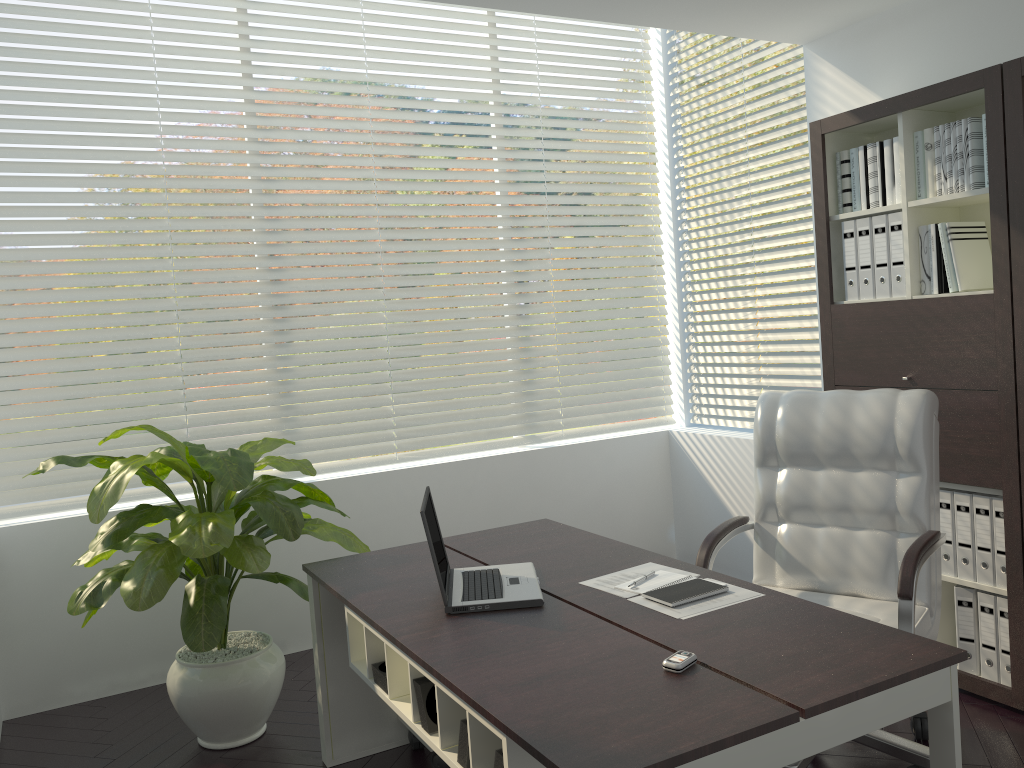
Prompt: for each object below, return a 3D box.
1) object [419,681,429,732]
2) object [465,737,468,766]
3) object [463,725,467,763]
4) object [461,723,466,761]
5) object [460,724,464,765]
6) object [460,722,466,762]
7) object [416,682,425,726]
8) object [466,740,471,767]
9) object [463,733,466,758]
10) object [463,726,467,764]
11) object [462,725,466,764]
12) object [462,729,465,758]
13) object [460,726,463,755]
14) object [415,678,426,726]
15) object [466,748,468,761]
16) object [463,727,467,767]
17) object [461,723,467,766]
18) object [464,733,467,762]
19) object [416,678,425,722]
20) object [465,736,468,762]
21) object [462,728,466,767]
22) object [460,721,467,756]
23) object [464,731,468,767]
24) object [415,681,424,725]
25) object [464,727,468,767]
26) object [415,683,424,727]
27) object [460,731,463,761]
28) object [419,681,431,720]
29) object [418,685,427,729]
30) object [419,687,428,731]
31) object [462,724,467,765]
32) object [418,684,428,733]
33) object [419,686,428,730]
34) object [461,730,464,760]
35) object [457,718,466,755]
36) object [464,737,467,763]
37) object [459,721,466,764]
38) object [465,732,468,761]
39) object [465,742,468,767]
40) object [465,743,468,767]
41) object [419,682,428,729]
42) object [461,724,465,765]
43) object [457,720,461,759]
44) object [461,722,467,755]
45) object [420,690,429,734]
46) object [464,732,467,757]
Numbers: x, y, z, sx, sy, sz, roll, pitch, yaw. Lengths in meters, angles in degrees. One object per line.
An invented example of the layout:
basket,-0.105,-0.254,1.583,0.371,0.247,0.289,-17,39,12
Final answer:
object,-0.166,0.812,2.267,0.133,0.113,0.039,-6,3,-28
object,-0.044,0.818,2.036,0.133,0.113,0.040,-6,3,-28
object,-0.049,0.818,2.046,0.133,0.113,0.040,-6,3,-28
object,-0.054,0.817,2.055,0.133,0.113,0.039,-6,3,-28
object,-0.056,0.818,2.059,0.133,0.113,0.040,-6,3,-28
object,-0.056,0.817,2.059,0.133,0.113,0.039,-6,3,-28
object,-0.172,0.812,2.279,0.133,0.113,0.040,-6,3,-28
object,-0.042,0.818,2.032,0.133,0.113,0.040,-6,3,-28
object,-0.049,0.818,2.047,0.133,0.113,0.039,-6,3,-28
object,-0.048,0.818,2.045,0.133,0.113,0.039,-6,3,-28
object,-0.051,0.818,2.050,0.133,0.113,0.040,-6,3,-28
object,-0.053,0.818,2.052,0.133,0.113,0.040,-6,3,-28
object,-0.058,0.817,2.063,0.133,0.113,0.040,-6,3,-28
object,-0.176,0.811,2.287,0.133,0.113,0.039,-6,3,-28
object,-0.042,0.818,2.032,0.133,0.113,0.039,-6,3,-28
object,-0.048,0.818,2.044,0.133,0.113,0.040,-6,3,-28
object,-0.053,0.817,2.053,0.133,0.113,0.039,-6,3,-28
object,-0.047,0.818,2.042,0.133,0.113,0.040,-6,3,-28
object,-0.177,0.811,2.289,0.133,0.113,0.039,-6,3,-28
object,-0.044,0.818,2.036,0.133,0.113,0.039,-6,3,-28
object,-0.050,0.818,2.048,0.133,0.113,0.040,-6,3,-28
object,-0.057,0.817,2.061,0.133,0.113,0.039,-6,3,-28
object,-0.045,0.818,2.038,0.133,0.113,0.039,-6,3,-28
object,-0.175,0.812,2.285,0.133,0.113,0.040,-6,3,-28
object,-0.046,0.818,2.040,0.133,0.113,0.040,-6,3,-28
object,-0.177,0.812,2.287,0.133,0.113,0.040,-6,3,-28
object,-0.057,0.817,2.061,0.133,0.113,0.040,-6,3,-28
object,-0.165,0.812,2.265,0.133,0.113,0.039,-6,3,-28
object,-0.167,0.812,2.269,0.133,0.113,0.040,-6,3,-28
object,-0.165,0.812,2.265,0.133,0.113,0.040,-6,3,-28
object,-0.051,0.818,2.049,0.133,0.113,0.039,-6,3,-28
object,-0.166,0.812,2.267,0.133,0.113,0.040,-6,3,-28
object,-0.164,0.812,2.263,0.133,0.113,0.040,-6,3,-28
object,-0.055,0.818,2.057,0.133,0.113,0.040,-6,3,-28
object,-0.064,0.817,2.075,0.133,0.113,0.039,-6,3,-28
object,-0.046,0.818,2.041,0.133,0.113,0.039,-6,3,-28
object,-0.058,0.817,2.063,0.133,0.113,0.039,-6,3,-28
object,-0.045,0.818,2.038,0.133,0.113,0.040,-6,3,-28
object,-0.043,0.818,2.034,0.133,0.113,0.039,-6,3,-28
object,-0.043,0.818,2.034,0.133,0.113,0.040,-6,3,-28
object,-0.163,0.812,2.263,0.133,0.113,0.039,-6,3,-28
object,-0.054,0.818,2.054,0.133,0.113,0.040,-6,3,-28
object,-0.064,0.817,2.075,0.133,0.113,0.040,-6,3,-28
object,-0.055,0.817,2.057,0.133,0.113,0.039,-6,3,-28
object,-0.163,0.812,2.261,0.133,0.113,0.040,-6,3,-28
object,-0.047,0.818,2.043,0.133,0.113,0.039,-6,3,-28
